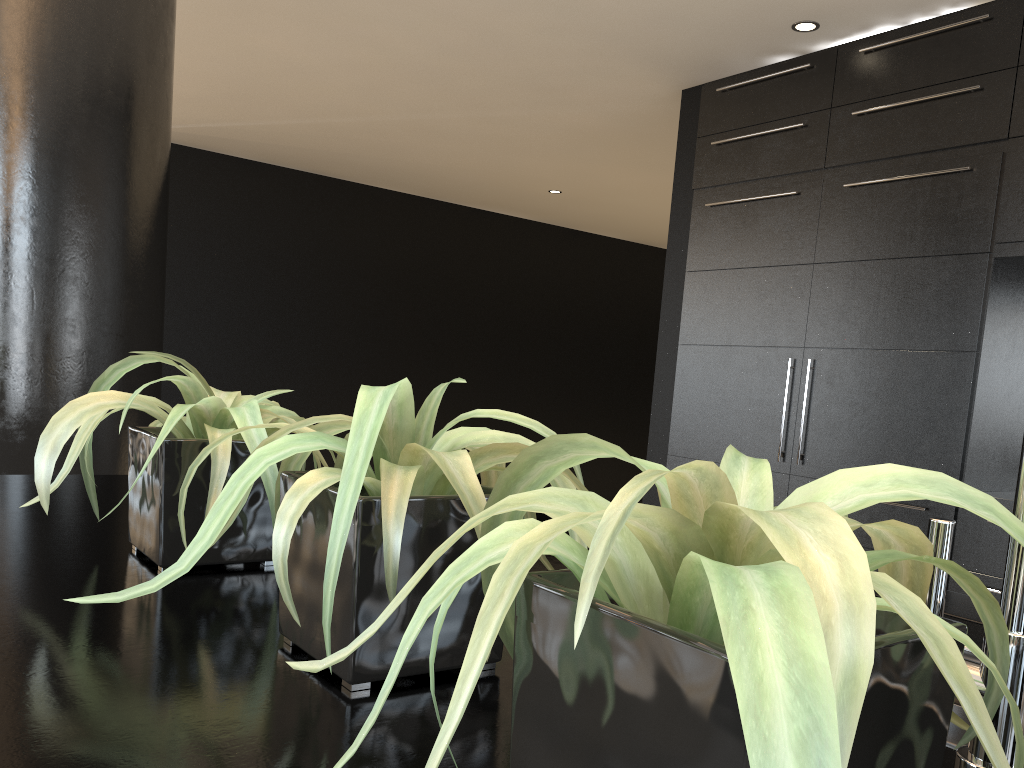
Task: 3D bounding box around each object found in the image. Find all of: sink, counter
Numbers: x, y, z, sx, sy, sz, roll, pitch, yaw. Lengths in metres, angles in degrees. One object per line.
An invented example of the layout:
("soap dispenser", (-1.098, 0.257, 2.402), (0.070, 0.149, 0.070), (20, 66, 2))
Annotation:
("sink", (0.509, 0.392, 0.743), (0.461, 0.161, 0.915), (4, 1, -36))
("counter", (0.348, 0.284, 0.557), (1.181, 0.032, 3.092), (4, 1, -36))
("counter", (2.719, 0.499, 2.194), (0.731, 0.034, 2.840), (4, 1, -36))

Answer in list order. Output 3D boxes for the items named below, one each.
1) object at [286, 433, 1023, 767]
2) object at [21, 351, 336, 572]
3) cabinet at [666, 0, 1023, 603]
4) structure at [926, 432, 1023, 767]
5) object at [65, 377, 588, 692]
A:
("object", (0.099, 0.140, 0.380), (0.398, 0.218, 0.404), (4, 2, -12))
("object", (-0.356, 0.087, 1.083), (0.398, 0.241, 0.403), (4, 2, -12))
("cabinet", (2.737, 0.042, 2.131), (0.729, 2.542, 5.686), (1, 4, -36))
("structure", (0.579, 0.375, 0.739), (0.656, 1.025, 2.756), (1, 3, -37))
("object", (-0.136, 0.107, 0.740), (0.407, 0.241, 0.395), (4, 2, -12))
